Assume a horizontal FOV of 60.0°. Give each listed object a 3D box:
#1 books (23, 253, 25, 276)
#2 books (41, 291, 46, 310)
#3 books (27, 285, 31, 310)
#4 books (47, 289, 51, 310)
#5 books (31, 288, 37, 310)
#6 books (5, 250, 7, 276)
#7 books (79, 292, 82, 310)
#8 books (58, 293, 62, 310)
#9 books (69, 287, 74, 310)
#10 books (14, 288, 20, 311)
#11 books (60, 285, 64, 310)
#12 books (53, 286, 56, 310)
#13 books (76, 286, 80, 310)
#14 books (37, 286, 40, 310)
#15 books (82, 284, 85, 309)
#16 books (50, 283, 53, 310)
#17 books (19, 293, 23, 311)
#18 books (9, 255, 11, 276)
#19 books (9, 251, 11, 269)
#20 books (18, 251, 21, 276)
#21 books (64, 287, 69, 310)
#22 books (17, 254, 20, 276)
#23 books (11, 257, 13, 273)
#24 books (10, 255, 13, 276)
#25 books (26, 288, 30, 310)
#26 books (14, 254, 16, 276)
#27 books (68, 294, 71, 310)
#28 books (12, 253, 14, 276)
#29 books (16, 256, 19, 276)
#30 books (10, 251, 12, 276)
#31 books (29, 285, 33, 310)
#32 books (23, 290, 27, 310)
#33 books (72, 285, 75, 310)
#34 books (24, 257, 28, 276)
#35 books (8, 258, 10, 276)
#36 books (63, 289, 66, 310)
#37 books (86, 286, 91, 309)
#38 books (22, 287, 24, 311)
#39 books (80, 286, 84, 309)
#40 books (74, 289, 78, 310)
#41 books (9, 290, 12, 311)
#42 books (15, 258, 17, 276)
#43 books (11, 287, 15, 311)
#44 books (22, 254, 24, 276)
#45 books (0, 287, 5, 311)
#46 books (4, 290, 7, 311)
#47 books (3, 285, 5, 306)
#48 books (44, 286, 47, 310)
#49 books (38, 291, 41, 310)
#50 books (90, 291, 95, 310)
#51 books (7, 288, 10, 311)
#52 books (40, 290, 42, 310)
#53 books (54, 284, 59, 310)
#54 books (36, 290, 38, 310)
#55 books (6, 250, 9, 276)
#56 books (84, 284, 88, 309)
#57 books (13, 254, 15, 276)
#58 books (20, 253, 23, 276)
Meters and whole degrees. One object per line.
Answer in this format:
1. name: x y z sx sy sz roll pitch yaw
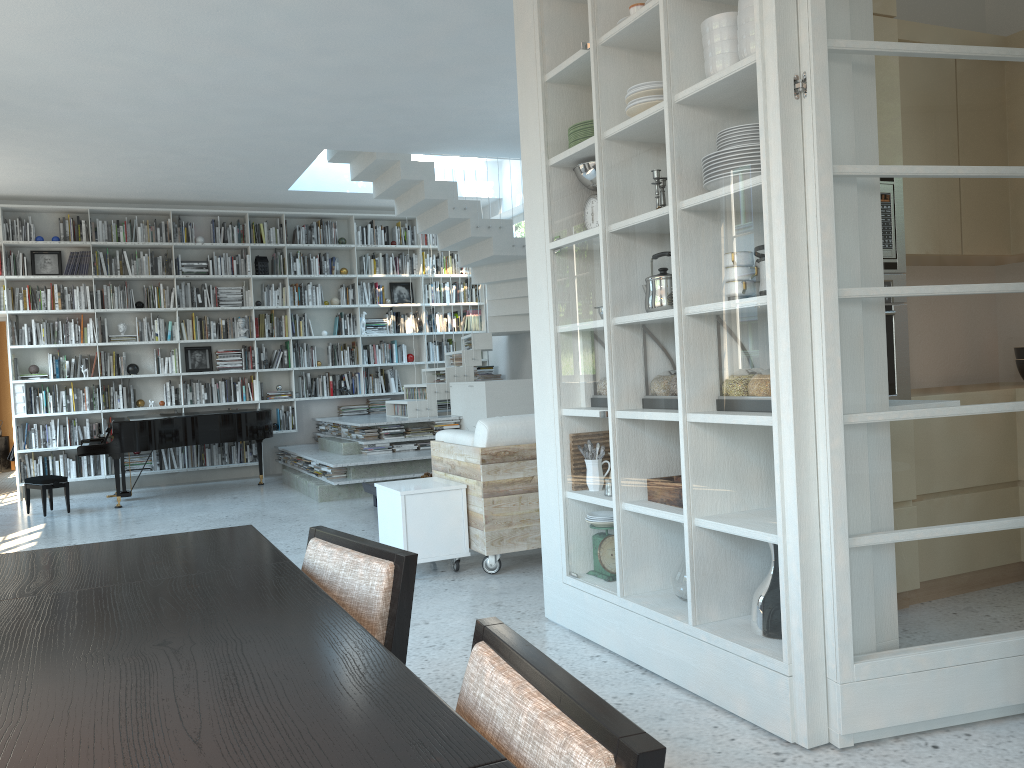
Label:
1. books: -5.251 -1.270 9.558 0.012 0.255 0.166 -4 2 -25
2. books: -5.087 -0.894 9.636 0.031 0.217 0.173 -4 1 -25
3. books: -5.212 -0.918 9.584 0.020 0.281 0.164 -4 2 -25
4. books: -5.044 -0.907 9.666 0.047 0.238 0.162 -4 2 -25
5. books: -5.174 -0.905 9.609 0.047 0.250 0.134 -4 2 -25
6. books: -5.405 -1.280 9.483 0.005 0.293 0.184 -4 2 -25
7. books: -4.764 -0.908 9.793 0.013 0.206 0.172 -4 1 -25
8. books: -4.937 -0.892 9.688 0.029 0.195 0.192 -4 1 -25
9. books: -4.850 -0.930 9.765 0.035 0.260 0.131 -4 2 -25
10. books: -5.326 -0.901 9.543 0.062 0.258 0.153 -4 2 -25
11. books: -4.926 -0.938 9.723 0.025 0.286 0.161 -4 2 -25
12. books: -4.994 -0.926 9.672 0.023 0.271 0.187 -4 2 -25
13. books: -4.776 -0.936 9.773 0.022 0.263 0.174 -4 2 -25
14. books: -5.137 -0.921 9.627 0.012 0.277 0.150 -4 2 -25
15. books: -4.724 -0.952 9.789 0.012 0.291 0.182 -4 2 -25
16. books: -5.019 -0.942 9.680 0.014 0.304 0.151 -4 2 -25
17. books: -5.274 -0.872 9.541 0.026 0.195 0.175 -4 1 -25
18. books: -5.378 -1.255 9.512 0.005 0.238 0.154 -4 2 -25
19. books: -5.374 -1.275 9.512 0.005 0.277 0.146 -4 2 -24
20. books: -5.291 -1.281 9.542 0.005 0.281 0.190 -4 2 -25
21. books: -4.891 -0.928 9.742 0.029 0.261 0.157 -4 2 -25
22. books: -5.301 -1.262 9.539 0.019 0.244 0.153 -4 2 -25
23. books: -5.345 -1.244 9.500 0.004 0.214 0.186 -4 1 -25
24. books: -5.356 -1.251 9.506 0.009 0.228 0.184 -4 1 -25
25. books: -5.224 -0.904 9.574 0.014 0.253 0.187 -4 1 -25
26. books: -5.326 -1.261 9.511 0.004 0.246 0.189 -4 1 -25
27. books: -4.865 -0.892 9.752 0.022 0.186 0.136 -4 1 -25
28. books: -5.346 -1.267 9.515 0.009 0.260 0.184 -4 2 -25
29. books: -5.307 -1.249 9.525 0.018 0.219 0.186 -4 1 -25
30. books: -5.371 -1.281 9.517 0.006 0.289 0.144 -4 2 -24
31. books: -5.193 -0.918 9.581 0.011 0.277 0.164 -4 2 -25
32. books: -5.245 -0.891 9.567 0.030 0.230 0.172 -4 1 -25
33. books: -4.822 -0.942 9.758 0.012 0.281 0.188 -4 2 -25
34. books: -5.235 -1.251 9.557 0.012 0.214 0.185 -4 1 -25
35. books: -5.386 -1.237 9.508 0.015 0.207 0.172 -4 1 -25
36. books: -4.903 -0.913 9.721 0.013 0.232 0.171 -4 1 -25
37. books: -4.686 -0.941 9.817 0.035 0.264 0.177 -4 2 -25
38. books: -5.266 -0.906 9.562 0.010 0.263 0.151 -4 2 -25
39. books: -4.752 -0.939 9.808 0.024 0.266 0.155 -4 2 -25
40. books: -4.800 -0.918 9.763 0.030 0.231 0.172 -4 1 -25
41. books: -5.371 -0.885 9.514 0.022 0.232 0.151 -4 2 -25
42. books: -5.335 -1.246 9.551 0.012 0.214 0.132 -4 2 -25
43. books: -5.353 -0.901 9.513 0.012 0.263 0.180 -4 2 -25
44. books: -5.262 -1.267 9.555 0.011 0.250 0.168 -4 2 -25
45. books: -5.456 -0.898 9.495 0.044 0.269 0.133 -4 2 -25
46. books: -5.395 -0.879 9.466 0.021 0.224 0.231 -4 1 -25
47. books: -5.425 -0.908 9.492 0.010 0.286 0.137 -4 2 -25
48. books: -5.070 -0.923 9.649 0.014 0.273 0.180 -4 2 -25
49. books: -5.118 -0.893 9.622 0.014 0.218 0.164 -4 1 -25
50. books: -4.641 -0.913 9.810 0.039 0.202 0.236 -4 1 -25
51. books: -5.390 -0.895 9.515 0.012 0.254 0.161 -4 2 -25
52. books: -5.109 -0.899 9.633 0.011 0.229 0.170 -4 1 -25
53. books: -4.968 -0.935 9.678 0.030 0.286 0.185 -4 2 -25
54. books: -5.148 -0.897 9.626 0.012 0.230 0.149 -4 2 -25
55. books: -5.396 -1.277 9.499 0.006 0.287 0.148 -4 2 -24
56. books: -4.714 -0.952 9.807 0.022 0.289 0.169 -4 2 -25
57. books: -5.341 -1.262 9.527 0.010 0.249 0.166 -4 2 -25
58. books: -5.274 -1.271 9.540 0.023 0.258 0.183 -4 2 -25
